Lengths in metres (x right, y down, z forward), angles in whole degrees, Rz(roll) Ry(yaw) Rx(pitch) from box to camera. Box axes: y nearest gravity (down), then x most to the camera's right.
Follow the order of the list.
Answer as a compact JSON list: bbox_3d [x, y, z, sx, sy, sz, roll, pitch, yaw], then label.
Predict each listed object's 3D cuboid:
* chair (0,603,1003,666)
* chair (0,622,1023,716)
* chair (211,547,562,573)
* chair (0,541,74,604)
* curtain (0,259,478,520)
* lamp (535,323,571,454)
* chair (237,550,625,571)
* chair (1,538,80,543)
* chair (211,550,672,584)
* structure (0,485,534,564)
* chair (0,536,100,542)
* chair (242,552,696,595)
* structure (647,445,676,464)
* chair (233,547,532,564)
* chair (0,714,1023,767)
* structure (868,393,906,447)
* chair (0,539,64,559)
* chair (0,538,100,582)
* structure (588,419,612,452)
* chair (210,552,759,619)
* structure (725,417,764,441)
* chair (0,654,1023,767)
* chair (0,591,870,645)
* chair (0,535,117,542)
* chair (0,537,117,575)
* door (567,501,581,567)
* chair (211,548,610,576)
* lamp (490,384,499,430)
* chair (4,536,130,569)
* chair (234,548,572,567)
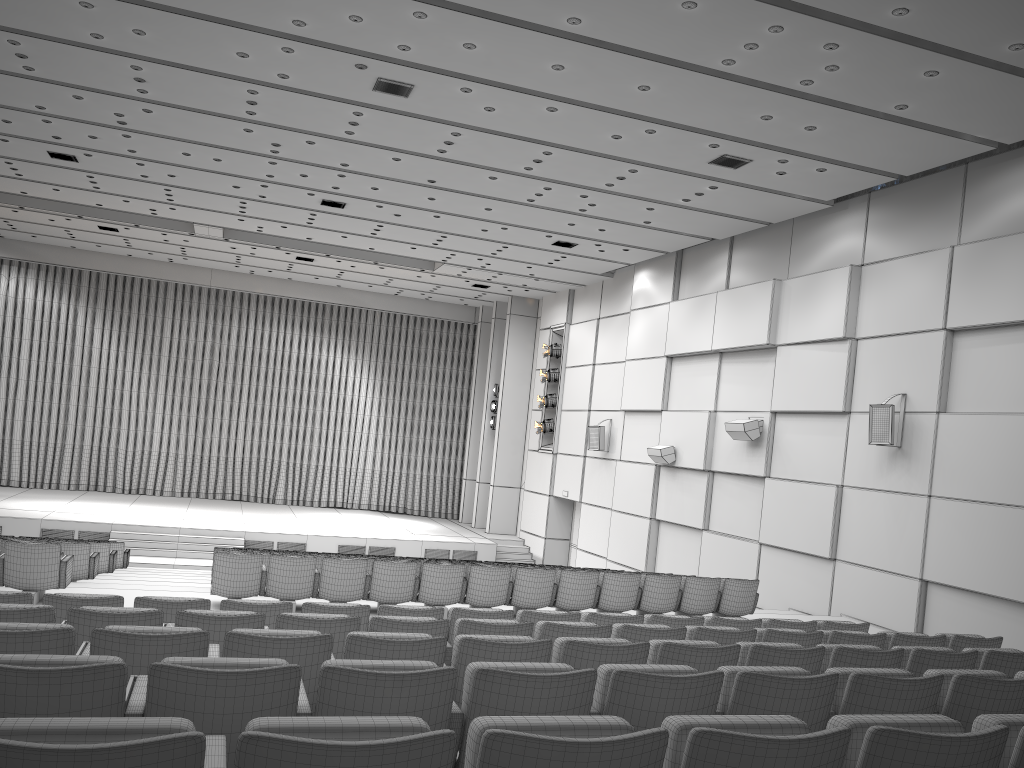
[{"bbox_3d":[-2.765,1.491,4.908,13.781,0.621,0.611,7,-2,-18],"label":"chair"},{"bbox_3d":[-2.437,1.303,3.853,13.230,0.621,0.611,7,-2,-18],"label":"chair"},{"bbox_3d":[-2.166,3.524,16.636,6.615,0.621,0.611,7,-2,-18],"label":"chair"},{"bbox_3d":[-7.591,1.515,7.880,6.615,0.621,0.611,7,-2,-18],"label":"chair"},{"bbox_3d":[-9.013,0.141,25.827,16.167,6.516,1.427,7,0,-18],"label":"curtain"},{"bbox_3d":[1.059,0.126,22.813,0.757,3.338,1.019,6,0,-22],"label":"lamp"},{"bbox_3d":[-1.089,2.972,13.501,6.064,0.621,0.611,7,-2,-18],"label":"chair"},{"bbox_3d":[-8.636,2.071,11.026,6.064,0.621,0.611,7,-2,-18],"label":"chair"},{"bbox_3d":[-0.751,2.785,12.450,6.615,0.621,0.611,7,-2,-18],"label":"chair"},{"bbox_3d":[-8.358,3.713,22.876,17.860,0.845,8.312,7,-4,-18],"label":"structure"},{"bbox_3d":[-9.343,2.440,13.119,6.064,0.621,0.611,7,-2,-18],"label":"chair"},{"bbox_3d":[-0.381,2.602,11.408,6.064,0.621,0.611,7,-2,-18],"label":"chair"},{"bbox_3d":[2.952,1.341,17.202,0.472,0.417,0.519,6,-2,-21],"label":"structure"},{"bbox_3d":[-2.473,3.715,17.705,6.064,0.621,0.611,7,-2,-18],"label":"chair"},{"bbox_3d":[-1.729,0.934,1.760,13.230,0.621,0.611,7,-2,-18],"label":"chair"},{"bbox_3d":[5.060,0.473,11.960,0.408,0.744,0.412,5,-1,30],"label":"structure"},{"bbox_3d":[-7.928,1.702,8.932,6.064,0.621,0.611,7,-2,-18],"label":"chair"},{"bbox_3d":[-8.298,1.884,9.974,6.615,0.621,0.611,7,-2,-18],"label":"chair"},{"bbox_3d":[1.955,1.131,19.775,0.408,0.744,0.412,5,-1,30],"label":"structure"},{"bbox_3d":[-0.043,2.416,10.356,6.615,0.621,0.611,7,-2,-18],"label":"chair"},{"bbox_3d":[3.909,0.741,14.834,0.472,0.417,0.519,6,-2,-22],"label":"structure"},{"bbox_3d":[-2.058,1.122,2.815,13.781,0.621,0.611,7,-2,-18],"label":"chair"},{"bbox_3d":[-3.145,1.673,5.946,13.230,0.621,0.611,7,-2,-18],"label":"chair"},{"bbox_3d":[-10.020,2.814,15.229,6.064,0.621,0.611,7,-2,-18],"label":"chair"},{"bbox_3d":[-9.006,2.254,12.067,6.615,0.621,0.611,7,-2,-18],"label":"chair"},{"bbox_3d":[1.726,3.965,21.822,0.086,2.176,1.696,5,-1,-18],"label":"door"},{"bbox_3d":[-1.459,3.154,14.543,6.615,0.621,0.611,7,-2,-18],"label":"chair"},{"bbox_3d":[-0.389,0.654,25.050,0.438,1.477,0.384,6,0,-22],"label":"lamp"},{"bbox_3d":[-9.713,2.623,14.160,6.615,0.621,0.611,7,-2,-18],"label":"chair"},{"bbox_3d":[-1.796,3.341,15.595,6.064,0.621,0.611,7,-2,-18],"label":"chair"}]
